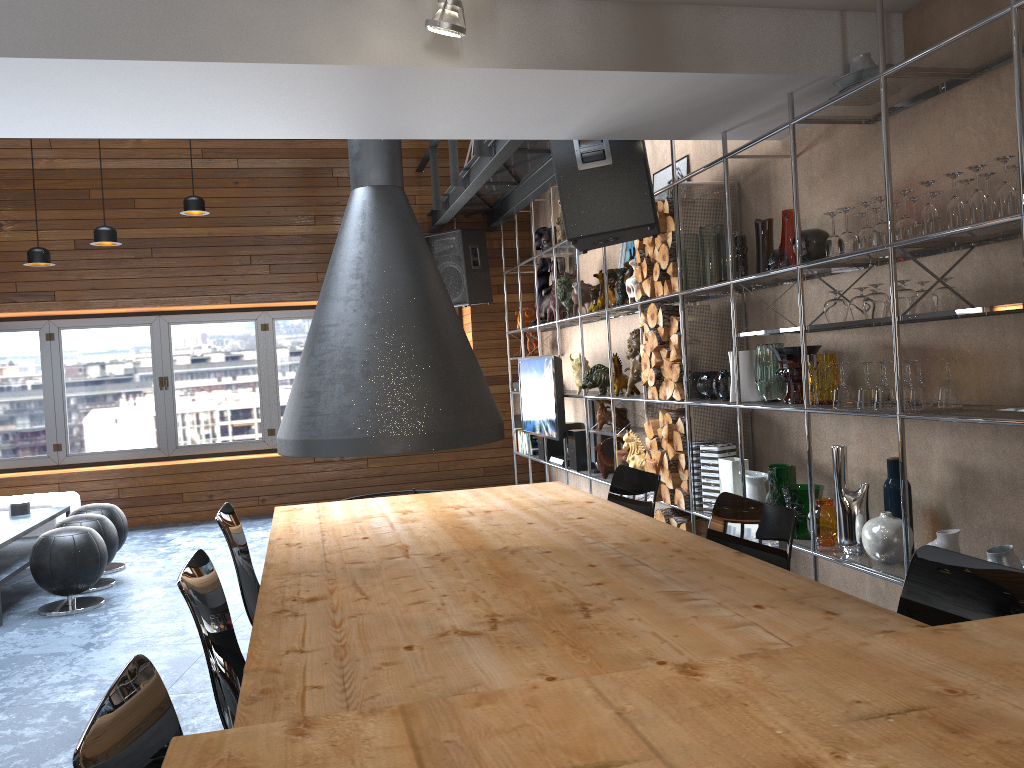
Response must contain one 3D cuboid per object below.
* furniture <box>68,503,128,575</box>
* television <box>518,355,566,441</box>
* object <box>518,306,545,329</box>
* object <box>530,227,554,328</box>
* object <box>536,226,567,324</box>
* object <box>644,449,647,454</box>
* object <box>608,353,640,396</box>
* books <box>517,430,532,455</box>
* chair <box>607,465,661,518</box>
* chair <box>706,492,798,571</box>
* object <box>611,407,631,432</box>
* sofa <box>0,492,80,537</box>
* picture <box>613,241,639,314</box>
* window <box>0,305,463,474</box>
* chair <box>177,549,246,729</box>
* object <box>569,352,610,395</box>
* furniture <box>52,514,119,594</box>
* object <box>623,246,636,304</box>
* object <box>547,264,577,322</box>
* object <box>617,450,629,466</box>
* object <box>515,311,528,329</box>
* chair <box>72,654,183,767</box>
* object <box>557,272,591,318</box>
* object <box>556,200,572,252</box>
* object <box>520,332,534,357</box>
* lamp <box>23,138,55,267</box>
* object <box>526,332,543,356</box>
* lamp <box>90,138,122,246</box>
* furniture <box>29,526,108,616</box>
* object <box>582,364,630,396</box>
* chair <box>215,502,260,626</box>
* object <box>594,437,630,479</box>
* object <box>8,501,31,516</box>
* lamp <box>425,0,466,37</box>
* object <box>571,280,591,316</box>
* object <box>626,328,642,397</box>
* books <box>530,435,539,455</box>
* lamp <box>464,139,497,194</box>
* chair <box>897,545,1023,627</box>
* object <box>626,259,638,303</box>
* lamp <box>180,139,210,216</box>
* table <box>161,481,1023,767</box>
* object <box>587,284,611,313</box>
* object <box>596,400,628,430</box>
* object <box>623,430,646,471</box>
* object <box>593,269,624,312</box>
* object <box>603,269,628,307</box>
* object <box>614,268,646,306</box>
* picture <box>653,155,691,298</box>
[{"bbox_3d":[-2.844,1.050,6.075,0.402,0.462,0.401,-3,1,26],"label":"furniture"},{"bbox_3d":[0.245,0.098,7.113,0.115,0.638,1.075,-4,1,-13],"label":"television"},{"bbox_3d":[0.188,-0.607,8.084,0.278,0.222,0.138,-3,1,-3],"label":"object"},{"bbox_3d":[0.252,-0.943,7.810,0.244,0.879,0.244,-3,1,15],"label":"object"},{"bbox_3d":[0.337,-0.921,7.555,0.305,0.840,0.237,-4,1,-11],"label":"object"},{"bbox_3d":[0.887,0.474,5.350,0.198,0.358,0.116,-4,1,-21],"label":"object"},{"bbox_3d":[0.762,-0.067,5.887,0.290,0.290,0.097,-4,1,-33],"label":"object"},{"bbox_3d":[0.175,0.539,8.260,0.139,0.208,0.461,-4,1,-14],"label":"books"},{"bbox_3d":[0.265,0.739,3.216,0.599,0.825,0.527,-4,1,-13],"label":"chair"},{"bbox_3d":[0.468,0.742,2.375,0.599,0.825,0.527,-4,1,-13],"label":"chair"},{"bbox_3d":[0.729,0.235,5.940,0.105,0.168,0.210,-3,1,27],"label":"object"},{"bbox_3d":[-4.245,1.027,5.650,2.205,0.693,4.035,-4,1,-13],"label":"sofa"},{"bbox_3d":[0.829,-0.812,6.059,0.136,0.625,0.544,-4,1,-13],"label":"picture"},{"bbox_3d":[-3.309,0.020,8.432,5.936,1.522,0.101,-4,1,-13],"label":"window"},{"bbox_3d":[-0.476,0.804,2.063,0.599,0.825,0.527,-4,1,-13],"label":"chair"},{"bbox_3d":[0.570,-0.080,6.468,0.325,0.310,0.154,-4,1,-29],"label":"object"},{"bbox_3d":[-2.688,1.050,5.572,0.402,0.462,0.401,-3,1,6],"label":"furniture"},{"bbox_3d":[0.790,-0.668,5.491,0.198,0.358,0.116,-3,1,-6],"label":"object"},{"bbox_3d":[0.386,-0.713,7.077,0.219,0.440,0.462,-4,1,-14],"label":"object"},{"bbox_3d":[0.751,0.543,5.904,0.119,0.220,0.212,-3,1,21],"label":"object"},{"bbox_3d":[0.126,-0.608,8.327,0.233,0.209,0.107,-4,1,-27],"label":"object"},{"bbox_3d":[-0.274,0.807,1.222,0.599,0.825,0.527,-4,1,-13],"label":"chair"},{"bbox_3d":[0.469,-0.668,6.680,0.255,0.356,0.167,-3,1,6],"label":"object"},{"bbox_3d":[0.425,-1.290,7.089,0.207,0.442,0.328,-4,1,-20],"label":"object"},{"bbox_3d":[0.155,-0.370,8.313,0.116,0.229,0.233,-3,1,26],"label":"object"},{"bbox_3d":[-3.548,-1.881,6.532,0.210,2.002,0.210,-3,1,24],"label":"lamp"},{"bbox_3d":[0.207,-0.365,8.118,0.060,0.223,0.267,-3,1,32],"label":"object"},{"bbox_3d":[-2.964,-1.957,6.337,0.210,1.911,0.210,-3,1,24],"label":"lamp"},{"bbox_3d":[-2.536,1.050,5.085,0.401,0.462,0.402,-3,1,1],"label":"furniture"},{"bbox_3d":[0.681,-0.034,6.134,0.403,0.221,0.192,-3,1,23],"label":"object"},{"bbox_3d":[-0.678,0.800,2.905,0.599,0.825,0.527,-4,1,-13],"label":"chair"},{"bbox_3d":[0.696,0.510,6.135,0.249,0.290,0.114,-3,1,12],"label":"object"},{"bbox_3d":[-3.326,0.841,5.989,0.126,0.081,0.126,-4,1,-41],"label":"object"},{"bbox_3d":[-0.210,-1.184,2.726,0.127,0.242,0.127,-3,1,-3],"label":"lamp"},{"bbox_3d":[0.516,-0.622,6.451,0.164,0.266,0.237,-3,1,3],"label":"object"},{"bbox_3d":[0.852,-0.144,5.479,0.210,0.451,0.405,-4,1,-21],"label":"object"},{"bbox_3d":[0.239,0.551,8.060,0.138,0.185,0.081,-4,1,-13],"label":"books"},{"bbox_3d":[-0.324,-2.138,7.593,0.475,1.002,0.475,-3,1,10],"label":"lamp"},{"bbox_3d":[0.670,0.746,1.534,0.599,0.825,0.527,-4,1,-13],"label":"chair"},{"bbox_3d":[0.841,-0.629,5.331,0.314,0.280,0.151,-4,1,-15],"label":"object"},{"bbox_3d":[-2.422,-2.061,6.629,0.210,1.565,0.210,-3,1,24],"label":"lamp"},{"bbox_3d":[0.342,0.727,0.776,1.185,0.927,5.999,-4,1,-13],"label":"table"},{"bbox_3d":[0.666,-0.596,6.182,0.272,0.207,0.137,-4,1,-10],"label":"object"},{"bbox_3d":[0.696,0.212,6.163,0.217,0.214,0.108,-3,1,11],"label":"object"},{"bbox_3d":[0.854,0.470,5.563,0.375,0.363,0.170,-2,1,42],"label":"object"},{"bbox_3d":[0.694,-0.634,6.013,0.290,0.290,0.097,-4,1,-15],"label":"object"},{"bbox_3d":[0.713,-0.627,5.844,0.227,0.270,0.123,-4,1,-13],"label":"object"},{"bbox_3d":[0.781,-0.617,5.650,0.253,0.249,0.126,-4,1,-9],"label":"object"},{"bbox_3d":[0.981,-0.931,5.512,0.090,0.863,0.529,-4,1,-14],"label":"picture"}]
